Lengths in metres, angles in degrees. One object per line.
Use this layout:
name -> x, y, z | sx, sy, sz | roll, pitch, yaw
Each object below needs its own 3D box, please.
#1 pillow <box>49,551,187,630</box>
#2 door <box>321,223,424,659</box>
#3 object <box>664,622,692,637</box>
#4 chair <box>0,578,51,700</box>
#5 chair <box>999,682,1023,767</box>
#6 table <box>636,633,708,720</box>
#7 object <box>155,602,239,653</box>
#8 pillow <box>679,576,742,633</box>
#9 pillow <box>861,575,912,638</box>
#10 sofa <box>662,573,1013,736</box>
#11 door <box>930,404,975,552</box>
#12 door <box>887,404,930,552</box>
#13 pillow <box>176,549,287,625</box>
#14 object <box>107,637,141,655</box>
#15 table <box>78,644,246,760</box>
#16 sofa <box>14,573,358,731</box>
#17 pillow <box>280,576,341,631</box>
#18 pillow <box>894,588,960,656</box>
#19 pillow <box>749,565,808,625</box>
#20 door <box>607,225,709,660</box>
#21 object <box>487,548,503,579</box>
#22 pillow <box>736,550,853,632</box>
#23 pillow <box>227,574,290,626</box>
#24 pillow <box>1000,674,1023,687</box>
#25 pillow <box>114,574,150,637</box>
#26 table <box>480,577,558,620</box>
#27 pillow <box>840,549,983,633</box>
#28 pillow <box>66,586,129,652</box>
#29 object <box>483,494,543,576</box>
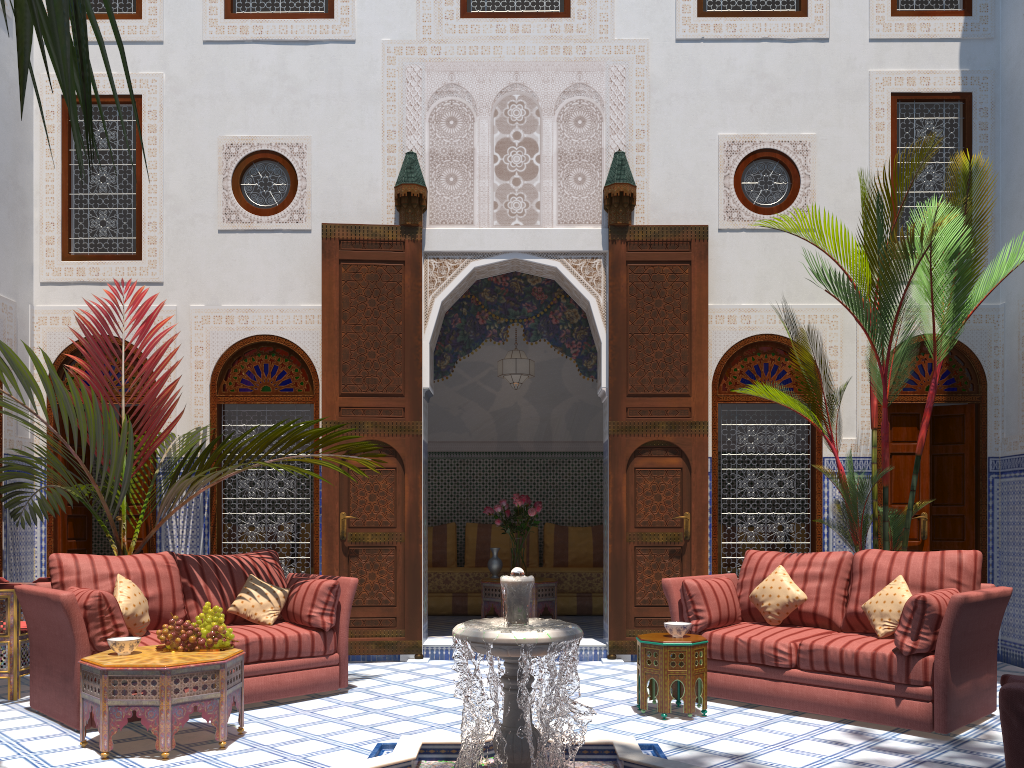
pillow -> -1.764, 0.950, 3.933 | 0.584, 0.390, 0.292 | 6, -7, -45
door -> -0.803, 0.340, 5.066 | 0.583, 2.513, 0.123 | 0, 0, -5
object -> 0.710, 1.053, 3.751 | 0.118, 0.057, 0.119 | -2, -7, 13
chair -> -2.500, 1.042, 4.257 | 0.503, 1.079, 0.486 | 0, -2, 0
chair -> 1.342, 0.772, 1.500 | 0.816, 0.540, 0.730 | 6, -8, -44
table -> 0.681, 1.242, 3.741 | 0.290, 0.323, 0.290 | 4, -6, -44
object -> -1.217, 0.965, 3.389 | 0.306, 0.239, 0.218 | 2, -4, -19
pillow -> 0.949, 1.049, 4.165 | 0.381, 0.252, 0.188 | 6, -6, -43
pillow -> 1.594, 0.934, 3.687 | 0.148, 0.257, 0.282 | 0, -5, 0
sofa -> 1.436, 1.158, 3.943 | 0.735, 0.539, 1.368 | 6, -10, -44
door -> 2.601, 0.859, 5.223 | 0.286, 1.461, 0.024 | 0, 0, 30
door -> 2.308, 0.847, 5.152 | 0.286, 1.461, 0.123 | 0, 0, 0
pillow -> -1.367, 1.011, 4.333 | 0.563, 0.373, 0.321 | 6, -7, -44
object -> -1.442, 0.975, 3.257 | 0.118, 0.057, 0.119 | -6, -9, 38
table -> -1.293, 1.166, 3.260 | 0.537, 0.322, 0.543 | 0, -7, 0
sofa -> -1.464, 1.170, 4.015 | 1.368, 0.539, 0.735 | 8, -10, -44
pillow -> -0.978, 1.056, 4.234 | 0.188, 0.242, 0.398 | 3, -7, -44
pillow -> 1.655, 0.933, 3.458 | 0.398, 0.242, 0.188 | 6, -7, -44
pillow -> 1.234, 0.985, 4.088 | 0.131, 0.277, 0.303 | 1, -5, -34
door -> 0.843, 0.342, 5.079 | 0.583, 2.513, 0.123 | 0, 0, 0
object -> -0.119, 1.255, 6.139 | 0.106, 0.213, 0.107 | 0, -2, 6
pillow -> 1.352, 0.995, 4.241 | 0.302, 0.378, 0.584 | 3, -7, -44
pillow -> -1.207, 1.030, 4.185 | 0.266, 0.235, 0.147 | 0, -3, 2
pillow -> 1.049, 0.620, 1.474 | 0.188, 0.242, 0.398 | 3, -7, -44
pillow -> -1.616, 0.943, 3.725 | 0.133, 0.273, 0.306 | 0, -5, 1
table -> 0.050, 1.535, 6.158 | 0.537, 0.322, 0.543 | 0, -7, 0
pillow -> 1.744, 0.925, 3.843 | 0.562, 0.401, 0.306 | -5, -6, 41
pillow -> -1.685, 0.948, 3.528 | 0.188, 0.252, 0.381 | 3, -7, -43
object -> 0.023, 1.063, 6.126 | 0.448, 0.595, 0.336 | -2, -3, 26
